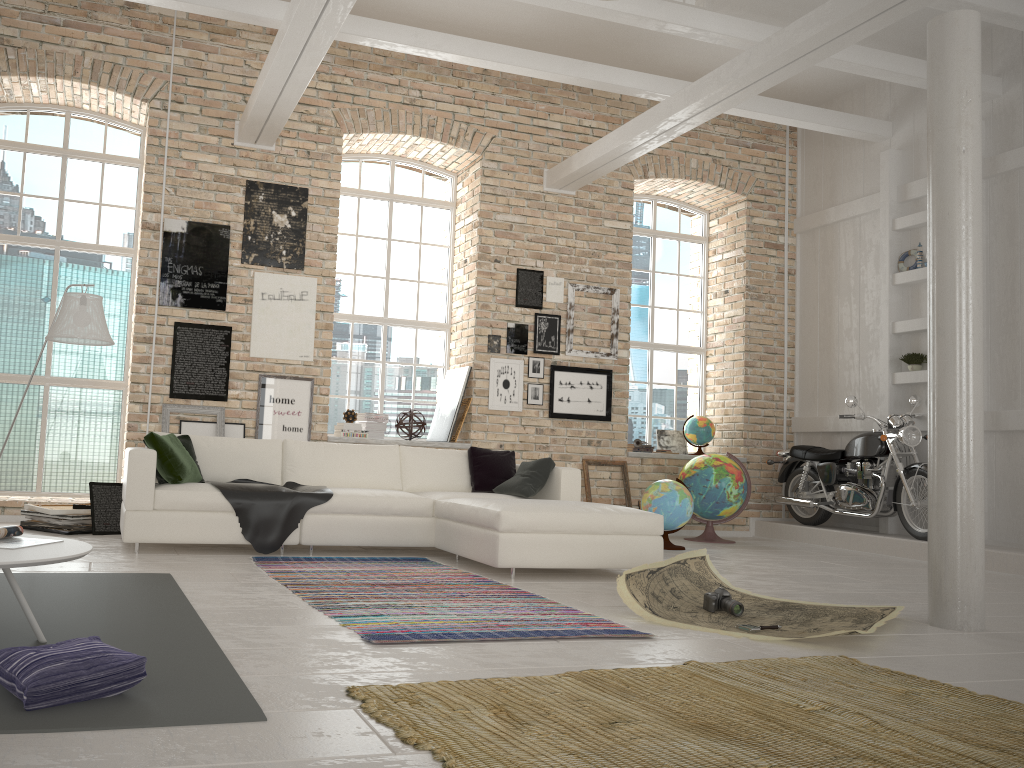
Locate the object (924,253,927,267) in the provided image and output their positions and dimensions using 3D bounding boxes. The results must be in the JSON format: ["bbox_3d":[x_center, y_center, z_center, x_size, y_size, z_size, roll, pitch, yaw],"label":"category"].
[{"bbox_3d":[3.911,-1.221,8.284,0.063,0.261,0.237,3,-5,-10],"label":"object"}]

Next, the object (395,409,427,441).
[{"bbox_3d":[-0.986,0.398,8.671,0.288,0.307,0.324,5,-5,-30],"label":"object"}]

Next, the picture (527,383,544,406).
[{"bbox_3d":[0.233,0.104,8.932,0.169,0.213,0.012,4,-5,-18],"label":"picture"}]

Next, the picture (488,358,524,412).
[{"bbox_3d":[-0.056,0.007,8.838,0.351,0.514,0.014,4,-5,-18],"label":"picture"}]

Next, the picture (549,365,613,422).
[{"bbox_3d":[0.700,0.098,9.081,0.685,0.535,0.033,4,-5,-18],"label":"picture"}]

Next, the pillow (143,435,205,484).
[{"bbox_3d":[-2.428,0.542,6.414,0.331,0.365,0.389,0,-5,24],"label":"pillow"}]

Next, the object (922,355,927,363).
[{"bbox_3d":[3.902,-0.208,8.193,0.219,0.158,0.236,5,-5,-30],"label":"object"}]

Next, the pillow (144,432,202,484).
[{"bbox_3d":[-2.333,0.509,6.139,0.309,0.343,0.411,2,-5,2],"label":"pillow"}]

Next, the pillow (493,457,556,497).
[{"bbox_3d":[0.094,0.707,6.843,0.321,0.305,0.441,5,-5,-32],"label":"pillow"}]

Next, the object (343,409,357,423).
[{"bbox_3d":[-1.552,0.310,8.546,0.145,0.137,0.141,2,-5,6],"label":"object"}]

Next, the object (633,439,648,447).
[{"bbox_3d":[1.385,0.641,9.579,0.099,0.090,0.457,1,-5,18],"label":"object"}]

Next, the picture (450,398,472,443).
[{"bbox_3d":[-0.542,0.364,8.819,0.165,0.460,0.379,4,-5,-24],"label":"picture"}]

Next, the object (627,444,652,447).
[{"bbox_3d":[1.359,0.655,9.550,0.205,0.021,0.166,4,-5,-21],"label":"object"}]

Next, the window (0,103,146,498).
[{"bbox_3d":[-1.799,-1.121,2.905,1.366,3.654,11.948,4,-5,-24],"label":"window"}]

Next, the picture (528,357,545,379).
[{"bbox_3d":[0.242,-0.163,8.954,0.169,0.213,0.012,4,-5,-18],"label":"picture"}]

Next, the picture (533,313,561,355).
[{"bbox_3d":[0.358,-0.503,9.007,0.280,0.409,0.010,4,-5,-18],"label":"picture"}]

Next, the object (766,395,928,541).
[{"bbox_3d":[3.310,0.762,8.571,0.772,1.328,2.283,5,-5,-28],"label":"object"}]

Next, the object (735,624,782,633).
[{"bbox_3d":[1.135,1.105,4.042,0.217,0.019,0.102,5,-5,-24],"label":"object"}]

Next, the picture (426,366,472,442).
[{"bbox_3d":[-0.633,0.214,8.971,0.234,0.763,0.614,4,-5,-24],"label":"picture"}]

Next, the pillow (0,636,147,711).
[{"bbox_3d":[-1.275,0.826,2.543,0.379,0.164,0.330,-2,-7,44],"label":"pillow"}]

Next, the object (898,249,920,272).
[{"bbox_3d":[3.831,-1.184,8.585,0.067,0.229,0.248,5,-5,-32],"label":"object"}]

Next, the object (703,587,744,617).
[{"bbox_3d":[1.065,1.086,4.452,0.142,0.124,0.176,4,-5,-22],"label":"object"}]

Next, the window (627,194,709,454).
[{"bbox_3d":[4.050,-1.020,4.849,1.367,2.988,11.948,4,-5,-24],"label":"window"}]

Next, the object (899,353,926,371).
[{"bbox_3d":[3.783,-0.207,8.407,0.245,0.180,0.236,-1,-6,39],"label":"object"}]

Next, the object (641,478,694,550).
[{"bbox_3d":[1.368,1.142,7.872,0.468,0.631,0.427,1,-5,19],"label":"object"}]

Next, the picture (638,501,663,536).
[{"bbox_3d":[1.440,1.388,9.219,0.257,0.351,0.099,4,-5,-19],"label":"picture"}]

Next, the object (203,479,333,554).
[{"bbox_3d":[-1.755,0.920,6.284,0.855,0.464,0.812,5,-5,-23],"label":"object"}]

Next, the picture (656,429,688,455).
[{"bbox_3d":[1.821,0.671,10.142,0.377,0.292,0.070,4,-5,-18],"label":"picture"}]

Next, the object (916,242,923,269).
[{"bbox_3d":[3.867,-1.212,8.452,0.071,0.267,0.064,0,-5,23],"label":"object"}]

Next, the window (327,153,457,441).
[{"bbox_3d":[1.146,-1.235,3.895,1.367,2.988,11.948,4,-5,-24],"label":"window"}]

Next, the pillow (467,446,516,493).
[{"bbox_3d":[-0.149,0.709,7.218,0.410,0.390,0.252,4,-5,-19],"label":"pillow"}]

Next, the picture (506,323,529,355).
[{"bbox_3d":[0.054,-0.452,8.909,0.221,0.306,0.015,4,-5,-18],"label":"picture"}]

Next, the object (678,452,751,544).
[{"bbox_3d":[1.984,1.129,8.856,0.700,0.924,0.611,-2,-6,44],"label":"object"}]

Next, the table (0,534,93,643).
[{"bbox_3d":[-1.903,0.718,3.005,0.900,0.342,0.923,3,-5,-7],"label":"table"}]

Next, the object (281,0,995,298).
[{"bbox_3d":[0.745,-1.306,3.798,9.708,4.798,12.375,4,-5,-22],"label":"object"}]

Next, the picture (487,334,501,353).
[{"bbox_3d":[-0.177,-0.397,8.829,0.130,0.178,0.009,3,-5,-13],"label":"picture"}]

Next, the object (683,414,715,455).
[{"bbox_3d":[2.070,0.570,9.845,0.319,0.465,0.340,4,-5,-16],"label":"object"}]
